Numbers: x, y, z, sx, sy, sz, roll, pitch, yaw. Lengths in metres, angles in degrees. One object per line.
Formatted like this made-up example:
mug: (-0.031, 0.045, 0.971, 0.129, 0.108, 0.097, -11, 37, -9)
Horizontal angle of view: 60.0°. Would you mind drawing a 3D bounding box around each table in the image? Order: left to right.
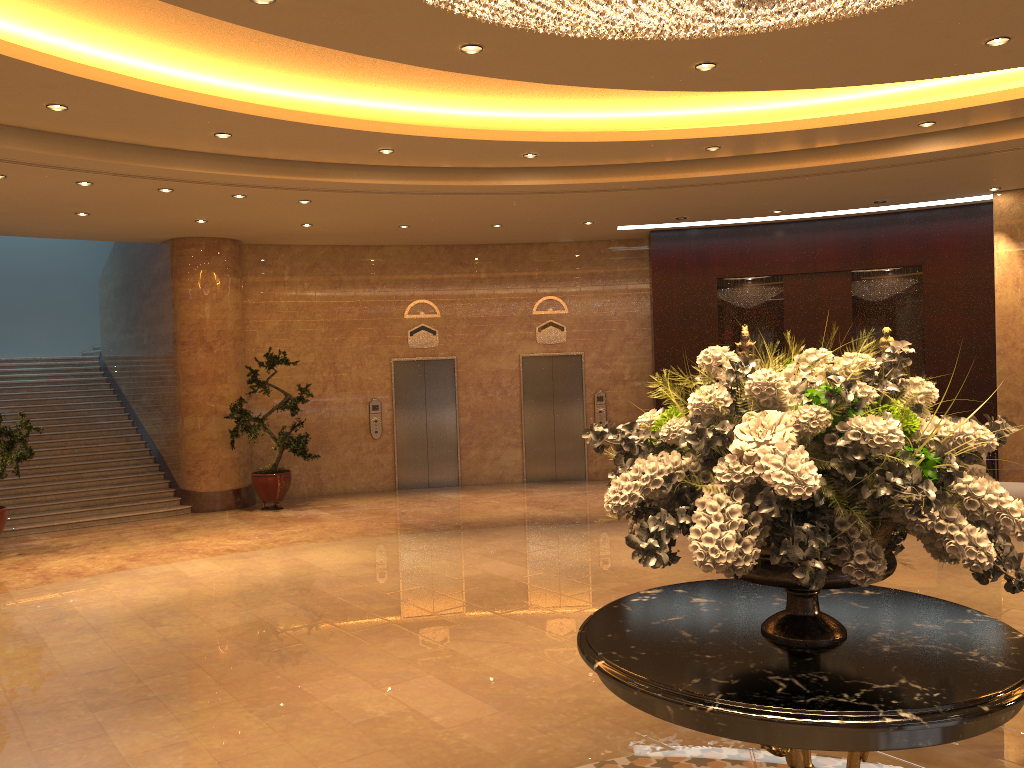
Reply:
table: (0.987, 1.383, 3.054, 1.493, 1.089, 1.493, -3, 2, -43)
table: (5.799, 1.396, 10.284, 1.196, 0.354, 1.196, -2, 2, -10)

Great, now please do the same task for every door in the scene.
door: (-1.415, 0.637, 14.589, 1.070, 2.145, 0.150, -2, 2, -11)
door: (0.697, 0.560, 14.812, 1.070, 2.149, 0.150, -2, 2, 0)

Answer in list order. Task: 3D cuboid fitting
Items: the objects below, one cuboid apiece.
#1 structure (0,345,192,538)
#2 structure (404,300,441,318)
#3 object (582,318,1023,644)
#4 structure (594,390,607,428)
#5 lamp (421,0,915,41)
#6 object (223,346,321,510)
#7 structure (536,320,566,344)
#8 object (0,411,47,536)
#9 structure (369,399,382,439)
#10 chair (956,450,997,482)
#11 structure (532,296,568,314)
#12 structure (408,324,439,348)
structure: (-7.800, -0.856, 14.723, 9.849, 5.560, 7.472, -3, 2, -36)
structure: (-1.469, -1.233, 14.498, 0.600, 0.293, 0.010, -2, 2, -12)
object: (0.938, 0.342, 2.993, 1.318, 0.999, 1.277, -2, 2, -6)
structure: (1.467, 0.428, 14.720, 0.200, 0.661, 0.053, -2, 2, 4)
lamp: (0.838, -1.903, 3.011, 3.204, 1.196, 3.206, -2, 2, 1)
object: (-3.470, 0.646, 12.823, 1.250, 2.363, 0.843, -2, 2, -15)
structure: (0.650, -0.866, 14.724, 0.504, 0.405, 0.012, -2, 2, -1)
object: (-6.126, 0.804, 10.342, 1.250, 2.363, 0.843, -1, 2, 34)
structure: (-2.203, 0.565, 14.338, 0.200, 0.661, 0.053, -2, 2, -15)
chair: (5.706, 1.086, 11.512, 0.951, 0.916, 0.769, -2, 2, 14)
structure: (0.633, -1.312, 14.711, 0.600, 0.293, 0.010, -2, 2, 0)
structure: (-1.454, -0.787, 14.511, 0.504, 0.405, 0.012, -2, 2, -12)
